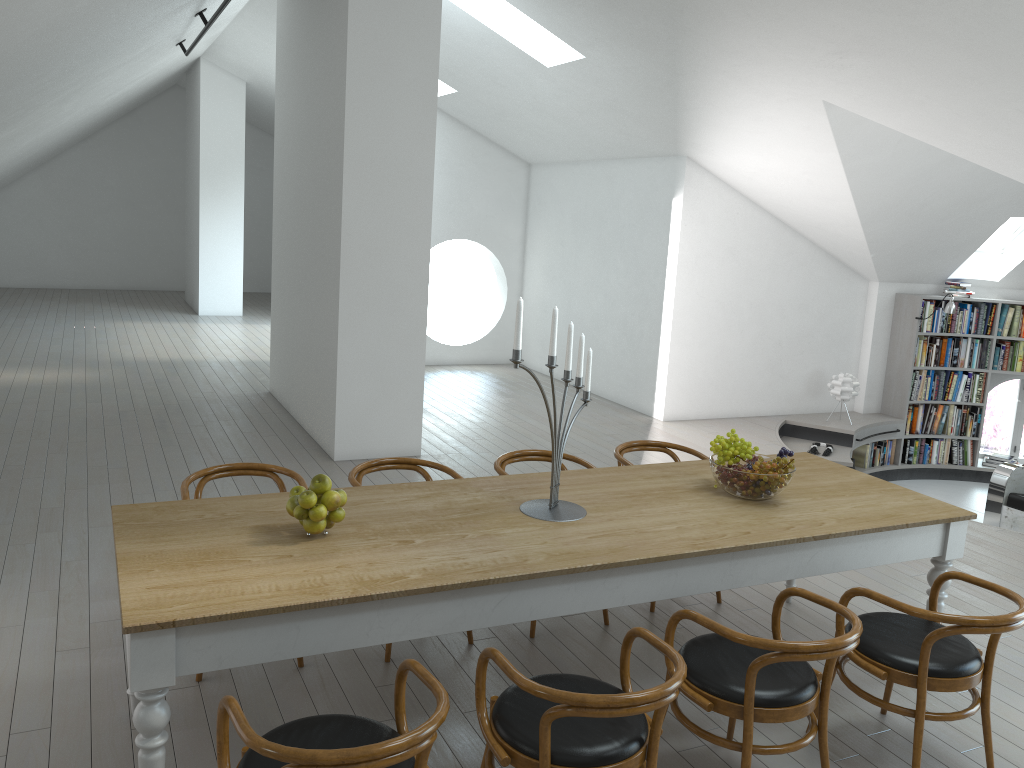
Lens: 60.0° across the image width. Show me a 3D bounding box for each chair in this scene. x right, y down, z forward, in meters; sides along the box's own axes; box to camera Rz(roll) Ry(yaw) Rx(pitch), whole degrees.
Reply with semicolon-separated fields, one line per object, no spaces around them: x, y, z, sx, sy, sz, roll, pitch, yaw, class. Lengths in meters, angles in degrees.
-1.169;0.781;3.880;0.527;0.731;0.624;0;10;-23;chair
-0.466;1.119;2.314;0.527;0.731;0.624;-2;11;-29;chair
-0.488;0.776;4.133;0.527;0.731;0.624;-2;11;-30;chair
0.820;1.072;2.989;0.527;0.731;0.624;-2;11;-29;chair
1.498;1.066;3.250;0.527;0.731;0.624;-1;11;-26;chair
0.811;0.734;4.786;0.527;0.731;0.624;0;10;-22;chair
0.174;0.760;4.435;0.527;0.731;0.624;-1;11;-26;chair
0.190;1.102;2.619;0.527;0.731;0.624;0;10;-23;chair
4.905;1.099;8.013;0.741;0.716;0.826;-2;12;-31;chair

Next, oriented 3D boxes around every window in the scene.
6.590;0.600;9.401;0.617;1.145;3.243;-4;13;-40;window
6.179;-1.433;8.234;1.932;0.710;4.074;-1;12;-26;window

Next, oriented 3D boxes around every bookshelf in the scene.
6.069;0.306;8.508;2.109;1.871;4.353;-1;11;-26;bookshelf

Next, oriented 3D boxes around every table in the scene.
0.239;0.890;3.574;3.349;0.795;1.023;-2;11;-26;table

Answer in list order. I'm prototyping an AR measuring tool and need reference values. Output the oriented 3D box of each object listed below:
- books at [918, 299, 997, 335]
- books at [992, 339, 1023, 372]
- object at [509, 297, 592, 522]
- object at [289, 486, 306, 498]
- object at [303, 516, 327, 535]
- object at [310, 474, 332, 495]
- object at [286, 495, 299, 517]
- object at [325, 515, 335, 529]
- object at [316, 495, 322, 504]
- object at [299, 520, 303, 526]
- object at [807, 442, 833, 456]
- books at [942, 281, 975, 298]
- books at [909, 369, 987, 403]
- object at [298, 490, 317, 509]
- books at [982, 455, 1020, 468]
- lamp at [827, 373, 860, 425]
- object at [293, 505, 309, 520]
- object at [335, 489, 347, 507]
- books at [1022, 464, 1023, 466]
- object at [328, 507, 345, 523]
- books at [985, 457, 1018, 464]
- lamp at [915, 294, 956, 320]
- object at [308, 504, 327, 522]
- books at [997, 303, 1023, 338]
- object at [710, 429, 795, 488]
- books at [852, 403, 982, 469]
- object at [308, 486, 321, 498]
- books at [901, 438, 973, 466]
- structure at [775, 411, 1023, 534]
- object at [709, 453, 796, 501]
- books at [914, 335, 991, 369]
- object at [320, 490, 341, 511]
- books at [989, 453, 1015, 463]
4.830;-0.749;9.806;1.032;0.360;0.302;2;10;-10;books
6.331;-0.156;9.270;0.591;0.369;2.537;-7;15;-44;books
0.144;0.078;3.363;0.266;0.871;0.776;11;12;37;object
-0.747;0.388;3.102;0.063;0.063;0.062;8;11;26;object
-0.675;0.476;3.036;0.080;0.073;0.078;7;10;19;object
-0.657;0.346;3.052;0.072;0.074;0.073;-1;11;-26;object
-0.738;0.422;3.049;0.076;0.076;0.077;9;11;30;object
-0.644;0.482;3.097;0.051;0.050;0.050;0;11;-22;object
-0.673;0.415;3.135;0.071;0.072;0.071;9;11;28;object
-0.713;0.469;3.100;0.064;0.063;0.064;1;10;-15;object
3.075;0.649;8.810;0.218;0.082;0.474;9;12;26;object
6.087;-0.880;9.290;2.821;0.173;0.749;11;13;34;books
4.780;0.007;9.895;1.019;0.357;0.262;2;10;-9;books
-0.687;0.390;2.982;0.062;0.059;0.062;-1;11;-25;object
5.590;0.905;10.133;0.366;0.042;0.389;10;12;30;books
3.487;0.147;9.357;0.306;0.522;0.307;-4;12;-37;lamp
-0.713;0.434;3.001;0.053;0.053;0.051;-3;12;-34;object
-0.615;0.403;3.109;0.072;0.063;0.071;-3;12;-32;object
5.892;0.939;9.907;0.291;0.099;0.319;-1;11;-24;books
-0.606;0.451;3.062;0.059;0.055;0.060;-2;12;-31;object
5.592;0.871;10.128;0.270;0.031;0.286;12;14;40;books
4.517;-0.819;9.411;0.116;0.310;0.415;-2;11;-29;lamp
-0.656;0.435;2.993;0.062;0.059;0.062;0;11;-22;object
5.723;-0.688;9.763;0.793;0.371;0.270;7;10;17;books
1.027;0.347;3.817;0.394;0.283;0.293;9;11;28;object
4.488;0.544;9.926;1.640;0.692;0.392;1;10;-16;books
-0.689;0.375;3.102;0.053;0.057;0.058;2;10;-11;object
4.788;0.734;10.055;0.918;0.318;0.284;2;10;-8;books
4.780;1.094;8.029;4.714;0.690;4.727;7;11;19;structure
1.021;0.414;3.798;0.361;0.159;0.360;13;14;43;object
4.821;-0.370;9.883;1.088;0.346;0.304;2;10;-10;books
-0.618;0.400;3.035;0.066;0.071;0.073;10;12;33;object
5.594;0.840;10.123;0.214;0.036;0.227;12;14;40;books
